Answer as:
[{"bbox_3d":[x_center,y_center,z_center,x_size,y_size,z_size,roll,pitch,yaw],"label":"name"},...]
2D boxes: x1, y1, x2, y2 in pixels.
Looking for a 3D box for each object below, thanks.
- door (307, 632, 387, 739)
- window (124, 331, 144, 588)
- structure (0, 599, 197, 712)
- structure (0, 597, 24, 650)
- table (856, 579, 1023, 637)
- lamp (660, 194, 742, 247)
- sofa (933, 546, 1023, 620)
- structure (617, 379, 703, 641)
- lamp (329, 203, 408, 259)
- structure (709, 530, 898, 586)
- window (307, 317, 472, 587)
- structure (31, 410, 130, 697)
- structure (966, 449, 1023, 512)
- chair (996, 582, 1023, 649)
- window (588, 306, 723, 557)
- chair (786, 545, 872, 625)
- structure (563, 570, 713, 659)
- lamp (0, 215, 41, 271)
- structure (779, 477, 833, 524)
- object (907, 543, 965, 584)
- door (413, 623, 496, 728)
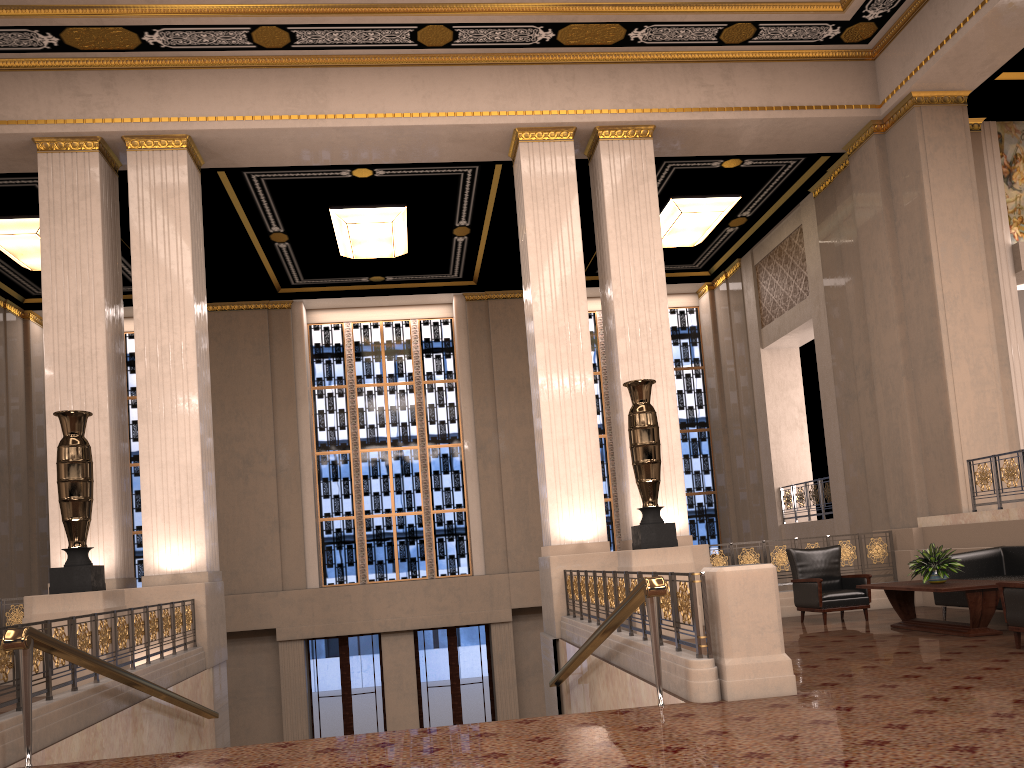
[{"bbox_3d":[-3.164,6.171,16.950,1.490,2.697,0.157,-4,-5,-7],"label":"door"},{"bbox_3d":[-7.557,1.604,17.374,2.985,5.306,0.070,-4,-5,-7],"label":"window"},{"bbox_3d":[-3.294,2.173,7.438,0.079,0.530,5.014,-4,-11,-6],"label":"structure"},{"bbox_3d":[-6.708,2.825,9.955,2.532,0.648,0.032,-3,-5,-6],"label":"structure"},{"bbox_3d":[3.967,2.065,8.170,0.838,0.430,1.498,-3,-11,-7],"label":"table"},{"bbox_3d":[3.001,-2.720,15.059,1.166,0.212,2.048,-3,-11,-7],"label":"lamp"},{"bbox_3d":[4.867,1.885,8.289,0.874,0.698,1.952,-3,-11,-7],"label":"sofa"},{"bbox_3d":[1.499,1.352,9.569,0.699,2.761,0.708,-4,-5,-7],"label":"structure"},{"bbox_3d":[-2.303,-2.435,14.452,1.166,0.212,2.048,-3,-11,-7],"label":"lamp"},{"bbox_3d":[3.645,2.269,11.141,2.532,0.648,0.032,-3,-5,-7],"label":"structure"},{"bbox_3d":[-2.499,1.333,17.953,2.985,5.306,0.070,-4,-5,-7],"label":"window"},{"bbox_3d":[-4.379,1.667,8.896,0.699,2.761,0.708,-4,-5,-7],"label":"structure"},{"bbox_3d":[5.589,0.825,8.534,0.032,0.616,3.752,-4,-11,-7],"label":"structure"},{"bbox_3d":[4.058,1.513,6.442,0.647,0.835,0.727,-4,-8,-7],"label":"chair"},{"bbox_3d":[2.735,1.051,18.552,2.985,5.306,0.070,-4,-5,-7],"label":"window"},{"bbox_3d":[3.538,2.227,9.829,0.647,0.835,0.728,-3,-8,-12],"label":"chair"},{"bbox_3d":[0.901,1.948,7.919,0.079,0.530,5.015,-4,-11,-8],"label":"structure"},{"bbox_3d":[-7.517,-2.155,13.855,1.166,0.212,2.048,-3,-11,-7],"label":"lamp"},{"bbox_3d":[5.022,1.990,14.958,0.031,0.659,2.189,-4,-11,-7],"label":"structure"},{"bbox_3d":[3.923,1.662,8.189,0.505,0.372,0.529,-9,-10,25],"label":"object"},{"bbox_3d":[-1.093,6.060,17.187,1.490,2.697,0.157,-4,-5,-7],"label":"door"}]
